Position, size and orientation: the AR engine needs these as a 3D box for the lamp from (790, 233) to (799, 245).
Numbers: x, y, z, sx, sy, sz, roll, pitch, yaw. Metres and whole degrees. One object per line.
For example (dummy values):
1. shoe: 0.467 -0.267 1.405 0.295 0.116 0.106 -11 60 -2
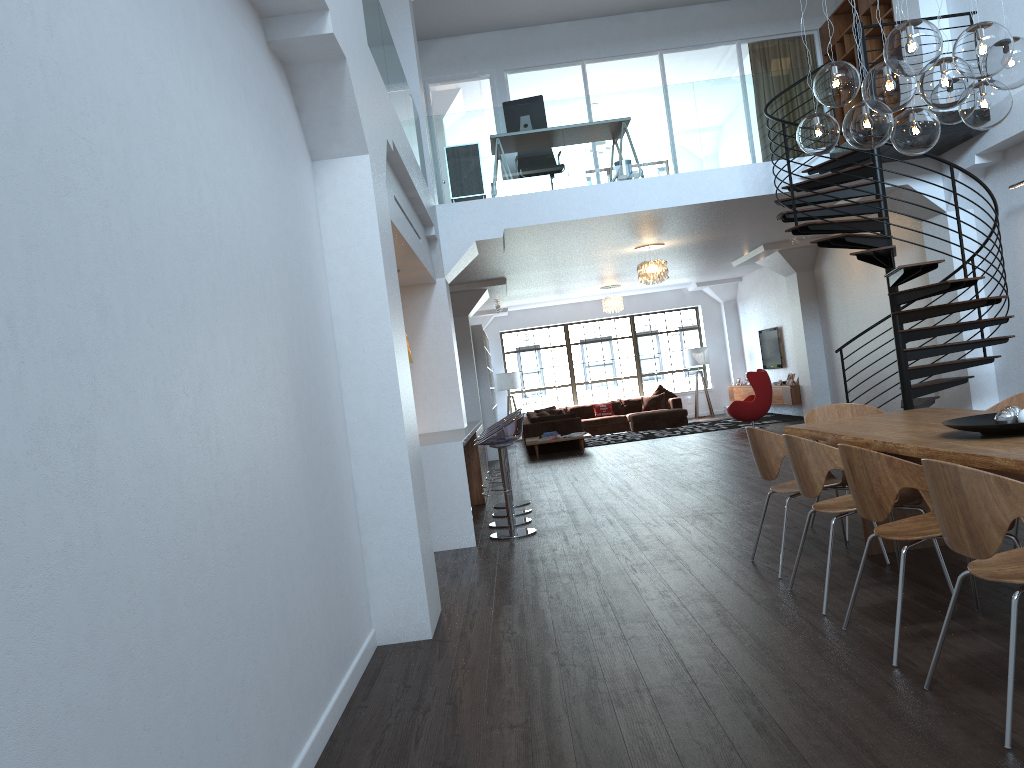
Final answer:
1. lamp: 4.222 -2.170 13.229 0.111 0.211 0.120 -8 0 34

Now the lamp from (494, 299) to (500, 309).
1. lamp: -0.282 -1.567 17.399 0.111 0.211 0.120 -8 0 34

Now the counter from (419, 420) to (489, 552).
1. counter: 0.115 0.832 7.850 3.039 0.860 8.182 -7 0 -29

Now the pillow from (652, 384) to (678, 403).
1. pillow: 3.265 0.293 19.452 0.651 0.587 0.335 -7 0 -21

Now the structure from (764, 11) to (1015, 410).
1. structure: 3.697 -1.394 8.746 1.998 4.352 1.998 -7 0 -39

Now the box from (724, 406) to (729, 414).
1. box: 5.019 0.584 20.290 0.228 0.165 0.368 -7 0 0

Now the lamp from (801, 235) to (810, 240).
1. lamp: 4.221 -2.172 12.723 0.120 0.211 0.111 -7 0 -41

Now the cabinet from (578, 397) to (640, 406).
1. cabinet: 2.328 0.704 20.301 1.520 0.625 0.350 -7 0 0

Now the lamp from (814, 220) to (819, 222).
1. lamp: 4.221 -2.174 12.204 0.120 0.211 0.111 -7 0 -26

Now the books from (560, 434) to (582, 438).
1. books: 1.004 0.881 15.131 0.342 0.040 0.231 -8 0 40

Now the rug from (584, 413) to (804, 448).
1. rug: 3.305 0.878 17.289 4.200 0.007 3.100 -7 0 1

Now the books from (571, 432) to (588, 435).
1. books: 1.158 0.863 15.475 0.256 0.035 0.350 -8 0 25

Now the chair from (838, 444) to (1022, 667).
1. chair: 1.701 0.623 3.628 0.618 0.833 0.629 -7 0 0

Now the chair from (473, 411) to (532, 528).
1. chair: -0.083 0.778 8.160 0.481 1.014 0.530 -7 0 -2

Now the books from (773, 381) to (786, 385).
1. books: 5.212 -0.023 17.069 0.250 0.053 0.400 -7 0 0

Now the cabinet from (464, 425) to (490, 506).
1. cabinet: -0.788 0.978 9.474 0.898 0.796 4.493 -7 0 0

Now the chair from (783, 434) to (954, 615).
1. chair: 1.701 0.626 4.392 0.618 0.833 0.629 -7 0 0

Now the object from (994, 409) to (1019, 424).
1. object: 2.231 0.163 3.997 0.100 0.100 0.100 -7 0 -45

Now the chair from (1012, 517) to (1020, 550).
1. chair: 2.887 0.471 4.398 0.618 0.833 0.629 -7 0 1

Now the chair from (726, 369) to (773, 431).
1. chair: 4.090 0.265 15.270 0.801 1.006 0.798 -8 0 25

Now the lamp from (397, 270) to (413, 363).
1. lamp: -0.298 -1.199 9.595 0.149 1.807 2.842 -8 0 39

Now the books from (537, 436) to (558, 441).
1. books: 0.605 0.935 15.140 0.236 0.035 0.340 -8 0 25

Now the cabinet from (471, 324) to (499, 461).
1. cabinet: -0.607 0.177 17.909 0.461 2.414 4.500 -7 0 0

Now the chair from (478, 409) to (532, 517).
1. chair: -0.066 0.778 8.797 0.481 1.014 0.530 -7 0 -2

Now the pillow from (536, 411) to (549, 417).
1. pillow: 0.687 0.724 17.743 0.325 0.391 0.625 -8 0 16

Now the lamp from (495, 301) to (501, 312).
1. lamp: -0.282 -1.565 17.905 0.120 0.211 0.111 -7 0 -41

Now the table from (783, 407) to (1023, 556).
1. table: 2.324 0.585 3.998 1.012 0.750 3.803 -7 0 0

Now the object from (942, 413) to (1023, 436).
1. object: 2.270 0.180 4.004 0.592 0.066 0.592 -7 0 -42

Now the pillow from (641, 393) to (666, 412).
1. pillow: 3.071 0.401 19.287 0.542 0.362 0.248 -8 0 21

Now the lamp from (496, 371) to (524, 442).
1. lamp: -0.003 0.527 20.237 0.545 1.579 0.545 -7 0 -11

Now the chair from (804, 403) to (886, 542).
1. chair: 2.317 0.551 5.923 0.629 0.833 0.618 -7 0 -5

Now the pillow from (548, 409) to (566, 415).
1. pillow: 0.998 0.691 19.265 0.489 0.337 0.238 -7 0 -31

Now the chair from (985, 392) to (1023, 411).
1. chair: 2.893 0.471 5.166 0.617 0.830 0.629 -7 0 0

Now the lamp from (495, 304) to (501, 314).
1. lamp: -0.281 -1.563 18.423 0.120 0.211 0.111 -7 0 -26

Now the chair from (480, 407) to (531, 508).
1. chair: -0.066 0.781 9.428 0.481 1.014 0.530 -7 0 2

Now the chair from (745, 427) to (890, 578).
1. chair: 1.719 0.626 5.172 0.618 0.833 0.629 -7 0 -2

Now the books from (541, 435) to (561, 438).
1. books: 0.675 0.926 15.542 0.312 0.037 0.216 -7 0 -10

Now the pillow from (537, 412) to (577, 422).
1. pillow: 0.833 0.719 16.049 0.750 0.364 0.289 -7 0 -1

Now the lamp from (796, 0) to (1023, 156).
1. lamp: 1.950 -2.240 4.324 0.849 2.140 1.787 -7 0 -1

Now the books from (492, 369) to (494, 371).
1. books: -0.580 -0.298 19.929 0.284 0.035 0.197 -8 0 30

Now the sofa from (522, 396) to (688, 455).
1. sofa: 1.918 0.729 17.800 3.481 0.664 4.197 -7 0 0

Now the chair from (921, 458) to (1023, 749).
1. chair: 1.700 0.621 2.860 0.618 0.833 0.629 -7 0 0

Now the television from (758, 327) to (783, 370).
1. television: 5.196 -0.706 17.846 0.013 0.816 1.324 -7 0 0

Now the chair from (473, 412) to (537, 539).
1. chair: -0.056 0.773 7.528 0.481 1.014 0.530 -7 0 2

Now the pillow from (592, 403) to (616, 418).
1. pillow: 2.002 0.576 19.406 0.465 0.308 0.220 -7 0 -4

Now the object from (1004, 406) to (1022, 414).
1. object: 2.297 0.149 4.071 0.100 0.100 0.100 -7 0 -45

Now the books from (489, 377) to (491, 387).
1. books: -0.507 -0.046 16.771 0.182 0.253 0.034 -7 0 0

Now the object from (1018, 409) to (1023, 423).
1. object: 2.287 0.152 3.911 0.100 0.100 0.100 -7 0 -45

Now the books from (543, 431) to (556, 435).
1. books: 0.667 0.860 15.544 0.224 0.027 0.157 -7 0 5

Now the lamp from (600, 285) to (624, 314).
1. lamp: 2.016 -1.693 17.829 0.441 0.539 0.442 -8 0 42

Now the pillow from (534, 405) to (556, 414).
1. pillow: 0.806 0.698 19.362 0.580 0.418 0.334 -7 0 -27

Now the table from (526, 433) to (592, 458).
1. table: 0.806 1.064 15.263 1.100 0.271 0.853 -7 0 0

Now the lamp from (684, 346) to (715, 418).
1. lamp: 4.273 -0.032 20.133 0.545 1.579 0.545 -7 0 11

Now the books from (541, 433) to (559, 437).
1. books: 0.666 0.891 15.546 0.279 0.035 0.191 -7 0 10

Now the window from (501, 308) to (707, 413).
1. window: 2.162 -0.546 20.850 4.648 1.905 0.114 -7 0 0

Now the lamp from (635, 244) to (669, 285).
1. lamp: 2.014 -1.710 12.768 0.441 0.539 0.442 -8 0 42

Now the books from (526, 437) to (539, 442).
1. books: 0.360 0.963 15.482 0.241 0.045 0.334 -7 0 1

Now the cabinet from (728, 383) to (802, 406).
1. cabinet: 5.153 0.186 17.908 0.459 0.350 4.501 -7 0 0

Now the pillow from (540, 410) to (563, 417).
1. pillow: 0.790 0.684 16.315 0.269 0.411 0.559 -7 0 -44
